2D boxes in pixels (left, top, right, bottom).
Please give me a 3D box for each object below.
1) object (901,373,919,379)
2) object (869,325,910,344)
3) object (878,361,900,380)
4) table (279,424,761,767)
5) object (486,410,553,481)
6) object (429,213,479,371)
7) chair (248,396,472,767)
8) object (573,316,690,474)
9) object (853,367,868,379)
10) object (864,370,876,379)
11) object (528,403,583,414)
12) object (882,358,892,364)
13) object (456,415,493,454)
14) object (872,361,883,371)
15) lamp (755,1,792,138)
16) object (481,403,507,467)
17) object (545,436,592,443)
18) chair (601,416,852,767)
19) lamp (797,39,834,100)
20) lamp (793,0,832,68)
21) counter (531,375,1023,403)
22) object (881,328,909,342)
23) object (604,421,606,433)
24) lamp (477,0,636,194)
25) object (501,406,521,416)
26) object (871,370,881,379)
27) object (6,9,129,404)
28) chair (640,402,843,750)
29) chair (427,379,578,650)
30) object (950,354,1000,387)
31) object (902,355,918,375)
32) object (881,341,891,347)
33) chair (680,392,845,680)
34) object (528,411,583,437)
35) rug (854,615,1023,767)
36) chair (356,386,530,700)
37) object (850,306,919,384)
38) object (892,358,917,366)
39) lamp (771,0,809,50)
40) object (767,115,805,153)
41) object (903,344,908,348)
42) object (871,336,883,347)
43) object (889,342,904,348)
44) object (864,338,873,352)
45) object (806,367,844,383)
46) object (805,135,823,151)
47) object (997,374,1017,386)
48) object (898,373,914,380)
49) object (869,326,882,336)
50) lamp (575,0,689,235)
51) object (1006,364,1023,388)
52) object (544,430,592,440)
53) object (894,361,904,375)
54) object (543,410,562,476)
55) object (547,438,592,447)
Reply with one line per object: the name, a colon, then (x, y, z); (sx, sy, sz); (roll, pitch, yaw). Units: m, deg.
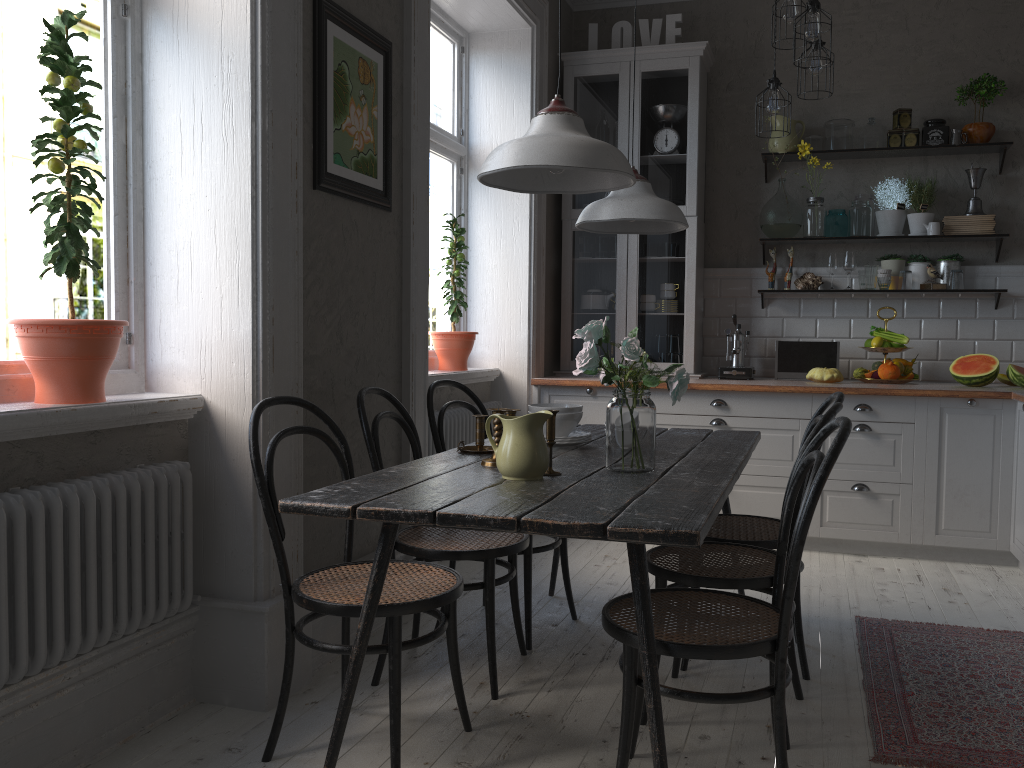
object: (2.163, -0.053, 4.937); (0.055, 0.044, 0.213); (-1, 4, -33)
object: (2.069, -0.270, 4.859); (0.207, 0.101, 0.068); (2, 3, 24)
object: (2.032, -0.071, 4.775); (0.114, 0.110, 0.110); (0, 3, -15)
table: (0.233, 0.581, 2.703); (0.894, 0.735, 1.943); (2, 3, 19)
object: (0.021, 0.152, 2.236); (0.152, 0.170, 0.134); (0, 3, -21)
object: (-0.301, -0.478, 4.589); (0.265, 0.813, 0.254); (-2, 4, -45)
chair: (-0.395, 0.500, 2.325); (0.540, 0.920, 0.445); (2, 3, 25)
object: (0.316, 0.027, 2.356); (0.308, 0.414, 0.254); (2, 3, 16)
object: (1.962, -0.058, 4.950); (0.155, 0.072, 0.075); (-2, 4, -43)
object: (1.988, -0.052, 4.904); (0.090, 0.057, 0.083); (-2, 4, -40)
object: (0.142, 0.117, 2.894); (0.178, 0.094, 0.181); (1, 3, 9)
object: (2.102, -0.101, 4.954); (0.084, 0.093, 0.087); (1, 3, 14)
object: (-0.099, 0.153, 2.729); (0.139, 0.112, 0.139); (1, 3, 0)
object: (2.075, -0.092, 4.970); (0.077, 0.076, 0.157); (4, 4, 44)
lamp: (1.172, -1.976, 3.900); (0.148, 1.735, 0.145); (0, 3, -15)
object: (-0.038, 0.139, 2.456); (0.096, 0.172, 0.096); (1, 3, -1)
object: (0.142, 0.181, 2.898); (0.240, 0.027, 0.235); (0, 3, -14)
chair: (0.481, 0.527, 2.043); (0.543, 0.920, 0.442); (1, 3, 15)
lamp: (1.337, -2.129, 3.837); (0.146, 1.735, 0.147); (1, 3, 5)
lamp: (1.223, -2.165, 3.538); (0.149, 1.735, 0.144); (-1, 3, -25)
counter: (1.336, 0.069, 3.642); (3.123, 0.039, 3.432); (2, 3, 18)
object: (2.118, -0.262, 4.916); (0.177, 0.096, 0.090); (3, 4, 38)
object: (0.361, 0.148, 2.874); (0.122, 0.119, 0.130); (3, 4, 34)
lamp: (0.117, -1.405, 2.064); (0.387, 1.858, 0.372); (-1, 4, -35)
object: (-0.005, 0.144, 2.369); (0.061, 0.172, 0.063); (3, 4, 39)
object: (2.007, -0.043, 4.915); (0.069, 0.076, 0.229); (1, 3, 1)
object: (-1.106, -0.448, 2.205); (0.275, 0.991, 0.265); (-1, 4, -33)
chair: (0.652, 0.501, 2.555); (0.540, 0.920, 0.445); (2, 3, 25)
chair: (-0.039, 0.451, 3.318); (0.539, 0.920, 0.446); (2, 4, 30)
object: (2.407, -0.071, 4.613); (0.231, 0.174, 0.222); (3, 4, 40)
object: (2.185, -0.107, 4.875); (0.060, 0.120, 0.128); (3, 4, 42)
object: (2.039, -0.204, 4.841); (0.063, 0.061, 0.067); (2, 3, 18)
chair: (0.829, 0.479, 3.013); (0.543, 0.920, 0.442); (1, 3, 15)
object: (0.142, 0.137, 2.895); (0.178, 0.094, 0.181); (1, 3, 9)
rug: (1.475, 0.951, 2.785); (0.727, 0.014, 1.305); (2, 3, 19)
chair: (-0.216, 0.474, 2.857); (0.543, 0.920, 0.442); (1, 3, 15)
object: (2.064, -0.216, 4.891); (0.351, 0.425, 0.352); (1, 3, 3)
object: (2.162, -0.115, 4.890); (0.126, 0.056, 0.060); (1, 3, 9)
lamp: (1.186, -2.305, 3.710); (0.146, 1.735, 0.147); (1, 3, 5)
object: (1.581, -1.434, 5.126); (0.187, 0.216, 0.176); (3, 4, 32)
object: (2.151, -0.205, 4.874); (0.051, 0.050, 0.050); (2, 3, 27)
object: (1.995, -0.227, 4.837); (0.058, 0.069, 0.080); (3, 4, 37)
object: (2.103, -0.202, 4.858); (0.076, 0.062, 0.100); (0, 3, -9)
object: (2.005, -0.215, 4.914); (0.095, 0.078, 0.101); (1, 3, 5)
object: (1.706, -0.049, 4.832); (0.194, 0.083, 0.191); (2, 3, 18)
object: (1.751, -1.379, 5.138); (0.102, 0.111, 0.104); (2, 3, 18)
object: (2.704, -0.021, 4.759); (0.196, 0.067, 0.104); (2, 3, 24)
object: (2.139, -0.037, 4.816); (0.069, 0.051, 0.088); (-1, 3, -24)
object: (2.008, -0.293, 4.881); (0.073, 0.058, 0.050); (0, 3, -6)
lamp: (0.411, -1.447, 2.919); (0.373, 1.858, 0.385); (2, 3, 25)
object: (2.635, -0.037, 4.492); (0.224, 0.127, 0.148); (1, 3, 0)
object: (0.142, 0.173, 2.897); (0.232, 0.027, 0.242); (3, 4, 41)
object: (2.095, -0.085, 4.835); (0.087, 0.078, 0.089); (4, 4, 44)
object: (0.100, 0.151, 2.300); (0.058, 0.167, 0.060); (2, 4, 31)
object: (0.142, 0.190, 2.898); (0.232, 0.027, 0.242); (3, 4, 36)
